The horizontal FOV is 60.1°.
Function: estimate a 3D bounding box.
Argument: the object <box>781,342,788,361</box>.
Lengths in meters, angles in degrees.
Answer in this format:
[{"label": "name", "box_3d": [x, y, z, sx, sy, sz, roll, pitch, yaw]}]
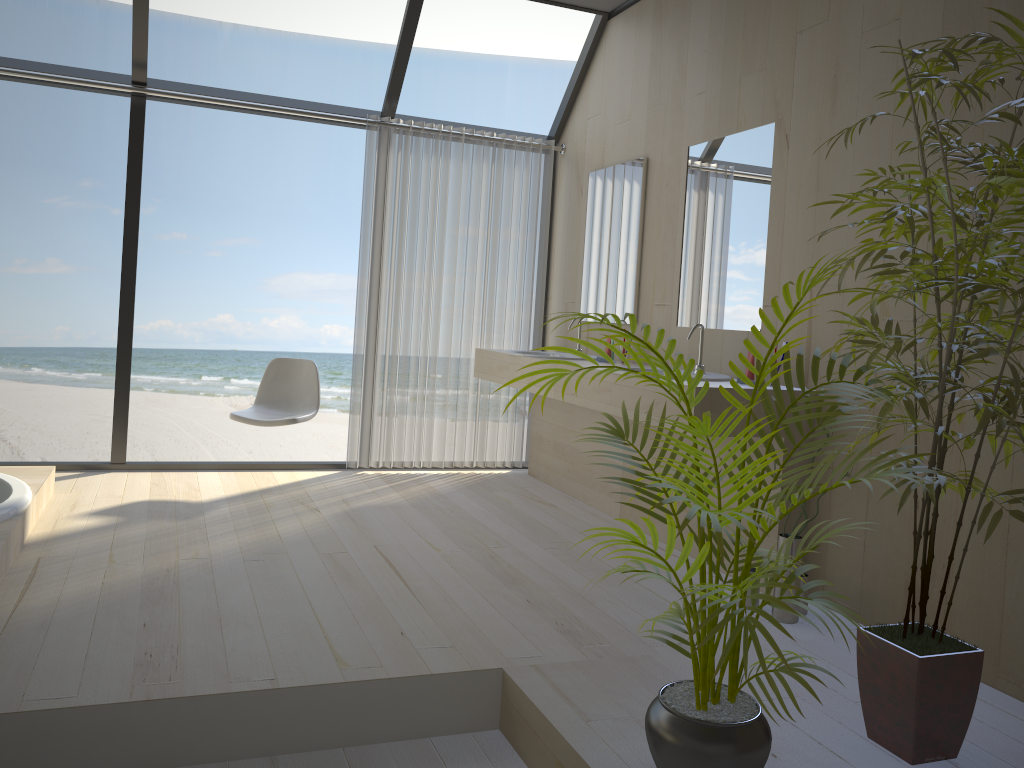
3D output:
[{"label": "object", "box_3d": [1.028, -0.076, 3.406, 0.054, 0.175, 0.012, 4, 1, 4]}]

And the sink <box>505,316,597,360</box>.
[{"label": "sink", "box_3d": [0.221, -0.170, 4.857, 0.503, 0.419, 0.575, 3, 3, -18]}]

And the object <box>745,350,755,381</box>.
[{"label": "object", "box_3d": [0.935, -0.064, 3.473, 0.039, 0.134, 0.039, 4, 1, 20]}]

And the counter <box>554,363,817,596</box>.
[{"label": "counter", "box_3d": [0.661, 0.355, 3.788, 0.550, 0.789, 1.209, 3, 3, -21]}]

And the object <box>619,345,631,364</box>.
[{"label": "object", "box_3d": [0.575, -0.151, 4.532, 0.058, 0.100, 0.058, 3, 2, -15]}]

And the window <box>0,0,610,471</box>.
[{"label": "window", "box_3d": [-1.778, -0.895, 4.622, 4.556, 2.810, 0.747, 2, 2, -21]}]

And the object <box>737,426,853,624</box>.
[{"label": "object", "box_3d": [1.033, 0.445, 3.143, 0.406, 0.748, 0.274, 2, 2, -33]}]

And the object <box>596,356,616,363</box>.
[{"label": "object", "box_3d": [0.480, -0.124, 4.519, 0.104, 0.029, 0.032, 5, 3, 19]}]

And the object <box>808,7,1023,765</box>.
[{"label": "object", "box_3d": [1.087, 0.017, 2.141, 0.787, 1.754, 0.937, 4, 2, 4]}]

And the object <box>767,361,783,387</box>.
[{"label": "object", "box_3d": [1.010, -0.036, 3.408, 0.058, 0.100, 0.059, 3, 2, -11]}]

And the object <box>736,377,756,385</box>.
[{"label": "object", "box_3d": [0.915, -0.010, 3.395, 0.104, 0.029, 0.032, 5, 3, 19]}]

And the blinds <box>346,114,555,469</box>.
[{"label": "blinds", "box_3d": [-0.362, -0.522, 5.394, 1.181, 2.068, 0.084, 3, 1, -21]}]

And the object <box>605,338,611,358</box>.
[{"label": "object", "box_3d": [0.500, -0.178, 4.597, 0.039, 0.134, 0.039, 4, 1, 27]}]

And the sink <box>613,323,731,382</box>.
[{"label": "sink", "box_3d": [0.655, -0.056, 3.733, 0.503, 0.419, 0.575, 3, 3, -18]}]

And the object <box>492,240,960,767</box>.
[{"label": "object", "box_3d": [0.387, 0.284, 1.836, 0.917, 1.155, 0.751, 4, 2, 12]}]

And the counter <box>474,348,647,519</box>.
[{"label": "counter", "box_3d": [0.226, 0.241, 4.913, 0.550, 0.789, 1.209, 3, 3, -21]}]

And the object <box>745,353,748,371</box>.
[{"label": "object", "box_3d": [0.963, -0.070, 3.584, 0.039, 0.134, 0.039, 4, 1, 20]}]

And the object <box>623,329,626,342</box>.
[{"label": "object", "box_3d": [0.569, -0.191, 4.503, 0.012, 0.178, 0.050, 4, 1, 18]}]

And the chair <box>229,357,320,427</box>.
[{"label": "chair", "box_3d": [-1.237, 0.044, 4.702, 0.369, 0.347, 0.455, 4, 3, 7]}]

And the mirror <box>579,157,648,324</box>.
[{"label": "mirror", "box_3d": [0.550, -0.774, 4.905, 0.023, 0.867, 0.655, 3, 2, -21]}]

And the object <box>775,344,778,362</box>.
[{"label": "object", "box_3d": [1.003, -0.077, 3.379, 0.012, 0.178, 0.050, 4, 1, 18]}]

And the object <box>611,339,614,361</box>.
[{"label": "object", "box_3d": [0.528, -0.185, 4.708, 0.039, 0.134, 0.039, 4, 1, 27]}]

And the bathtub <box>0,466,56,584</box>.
[{"label": "bathtub", "box_3d": [-2.748, 0.514, 3.157, 1.819, 0.697, 1.653, 2, 4, -21]}]

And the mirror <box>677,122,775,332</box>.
[{"label": "mirror", "box_3d": [0.949, -0.675, 3.949, 0.023, 0.867, 0.655, 3, 2, -21]}]
